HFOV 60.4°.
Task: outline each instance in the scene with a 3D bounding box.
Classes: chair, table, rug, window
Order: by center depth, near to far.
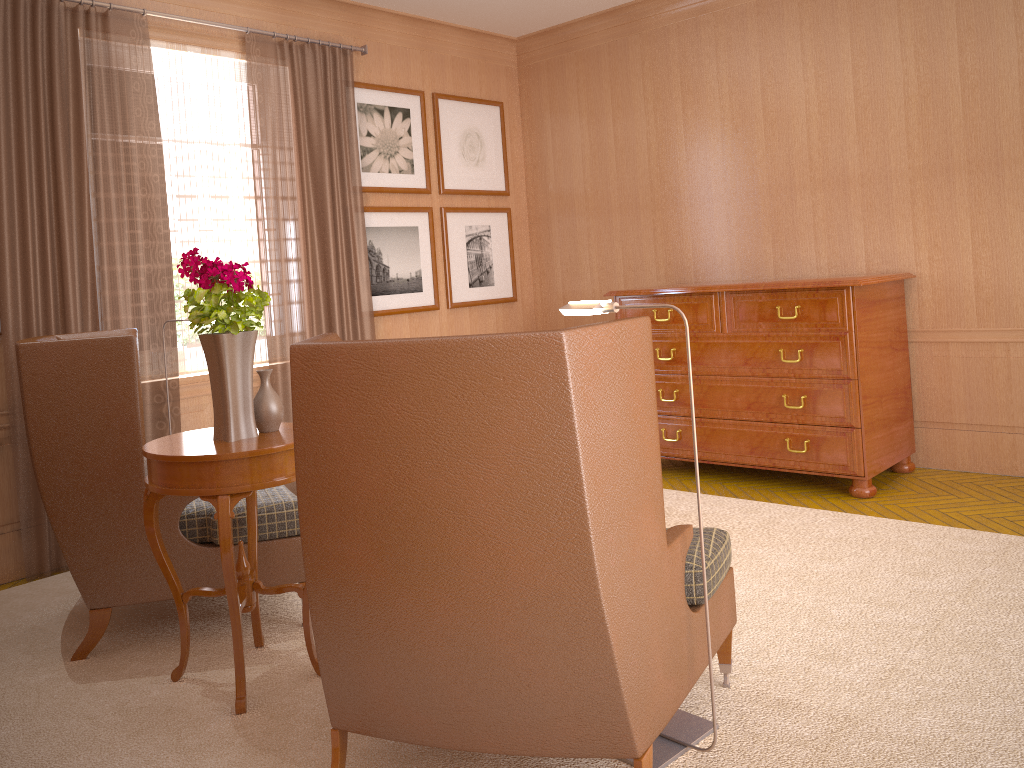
[{"bbox_3d":[-0.040,0.700,4.047,1.905,1.972,1.733,-3,3,18],"label":"chair"},{"bbox_3d":[-1.544,0.989,5.007,0.931,1.371,1.037,-6,3,-40],"label":"table"},{"bbox_3d":[0.236,1.482,5.617,7.945,0.020,6.044,3,10,42],"label":"rug"},{"bbox_3d":[-2.460,0.594,6.245,1.726,1.971,1.913,-5,4,-22],"label":"chair"},{"bbox_3d":[-3.269,-1.739,8.789,0.844,3.375,2.450,-3,2,43],"label":"window"}]

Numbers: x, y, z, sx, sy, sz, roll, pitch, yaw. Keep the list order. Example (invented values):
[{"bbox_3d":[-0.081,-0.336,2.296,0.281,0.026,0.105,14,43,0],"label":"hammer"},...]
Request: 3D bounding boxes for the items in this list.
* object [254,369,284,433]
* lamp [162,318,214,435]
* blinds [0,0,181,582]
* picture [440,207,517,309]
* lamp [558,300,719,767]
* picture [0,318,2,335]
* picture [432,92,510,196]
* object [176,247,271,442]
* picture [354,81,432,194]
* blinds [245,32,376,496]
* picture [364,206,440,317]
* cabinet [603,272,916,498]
[{"bbox_3d":[-1.433,0.097,5.143,0.186,0.357,0.186,-4,2,-14],"label":"object"},{"bbox_3d":[-2.526,0.465,7.100,0.629,2.025,0.565,-4,1,5],"label":"lamp"},{"bbox_3d":[-3.622,-0.889,7.567,0.265,4.797,1.436,-4,1,44],"label":"blinds"},{"bbox_3d":[-0.403,-1.632,11.254,0.047,1.247,1.259,-4,3,43],"label":"picture"},{"bbox_3d":[0.559,0.629,4.050,0.628,2.030,0.565,-4,1,13],"label":"lamp"},{"bbox_3d":[-4.528,-0.945,6.750,0.047,1.248,1.057,-4,2,43],"label":"picture"},{"bbox_3d":[-0.503,-3.035,11.248,0.047,1.247,1.259,-4,3,43],"label":"picture"},{"bbox_3d":[-1.603,-0.240,4.998,0.454,1.088,0.528,-3,2,41],"label":"object"},{"bbox_3d":[-1.449,-2.837,10.212,0.047,1.247,1.259,-4,3,43],"label":"picture"},{"bbox_3d":[-2.059,-1.221,9.282,0.265,4.786,1.455,-4,1,42],"label":"blinds"},{"bbox_3d":[-1.350,-1.434,10.218,0.047,1.247,1.259,-4,3,43],"label":"picture"},{"bbox_3d":[2.536,-0.076,9.040,2.762,1.940,1.426,0,5,43],"label":"cabinet"}]
